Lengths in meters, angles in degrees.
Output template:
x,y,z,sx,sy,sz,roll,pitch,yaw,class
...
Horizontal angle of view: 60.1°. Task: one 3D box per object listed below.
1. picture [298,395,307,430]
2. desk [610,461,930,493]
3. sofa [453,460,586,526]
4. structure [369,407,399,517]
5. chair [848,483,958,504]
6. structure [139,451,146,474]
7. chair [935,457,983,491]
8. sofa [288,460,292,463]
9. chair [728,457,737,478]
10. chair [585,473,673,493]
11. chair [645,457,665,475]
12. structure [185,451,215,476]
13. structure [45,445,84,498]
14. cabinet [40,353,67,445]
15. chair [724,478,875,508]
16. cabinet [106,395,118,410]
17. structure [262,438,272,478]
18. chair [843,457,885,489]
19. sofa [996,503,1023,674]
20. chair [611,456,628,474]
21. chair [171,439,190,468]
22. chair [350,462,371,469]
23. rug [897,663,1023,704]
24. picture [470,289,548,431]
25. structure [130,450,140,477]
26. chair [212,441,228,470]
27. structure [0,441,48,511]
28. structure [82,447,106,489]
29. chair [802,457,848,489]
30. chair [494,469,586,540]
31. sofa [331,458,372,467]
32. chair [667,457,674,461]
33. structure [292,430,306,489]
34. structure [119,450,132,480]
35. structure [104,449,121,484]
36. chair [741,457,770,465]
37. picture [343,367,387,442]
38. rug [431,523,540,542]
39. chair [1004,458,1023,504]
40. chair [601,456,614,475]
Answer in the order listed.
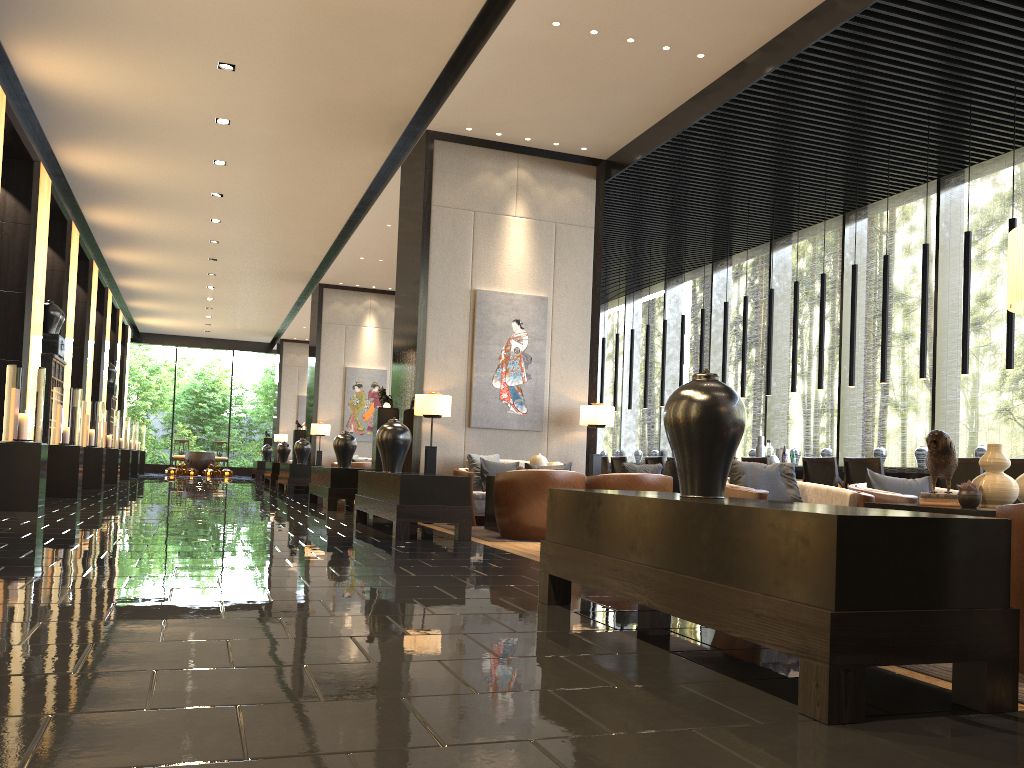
x,y,z,sx,sy,sz,roll,pitch,yaw,class
-6.014,1.114,26.649,0.835,1.498,0.037,3,-2,-19,picture
1.042,1.698,15.078,1.782,0.757,28.796,4,-6,-19,desk
0.061,1.148,9.338,1.450,0.692,0.604,4,-4,-19,sofa
-1.423,0.875,9.856,0.240,1.215,0.240,3,-2,-19,structure
2.117,0.831,4.651,0.804,0.603,0.607,4,-4,-19,chair
-10.664,2.235,25.216,0.402,0.656,0.403,3,-3,-19,structure
3.568,0.986,6.838,0.563,0.825,0.526,3,-3,-19,chair
-5.912,2.510,26.209,1.450,0.692,0.604,4,-4,-19,sofa
2.508,1.228,9.832,0.563,0.825,0.526,3,-3,-19,chair
1.067,1.094,7.872,0.804,0.603,0.607,4,-4,-19,chair
1.978,1.349,11.328,0.563,0.825,0.526,3,-3,-19,chair
-9.458,2.411,26.817,0.875,0.708,0.875,5,-5,-31,structure
-5.764,1.118,11.378,0.402,0.656,0.403,3,-3,-19,structure
-6.793,0.567,12.634,0.548,1.918,1.189,3,-3,-19,cabinet
1.311,0.771,4.366,0.804,0.603,0.607,4,-4,-19,chair
-9.736,1.239,20.946,0.548,1.918,1.189,3,-3,-19,cabinet
-7.411,2.240,26.767,0.240,1.215,0.240,3,-2,-19,structure
3.230,1.063,7.793,0.563,0.825,0.526,3,-3,-19,chair
2.321,0.628,2.903,1.450,0.692,0.604,4,-4,-19,sofa
1.640,1.426,12.283,0.563,0.825,0.526,3,-3,-19,chair
-10.201,2.246,27.283,0.521,1.073,0.537,3,-3,-19,chair
-2.700,1.710,15.951,0.804,0.603,0.607,4,-4,-19,chair
2.080,1.037,3.709,2.043,0.008,2.246,4,-6,-19,rug
-0.023,-0.252,9.730,0.835,1.498,0.037,3,-2,-19,picture
-9.684,2.011,22.449,0.402,0.656,0.403,3,-3,-19,structure
-9.138,2.324,27.658,0.521,1.073,0.537,3,-3,-19,chair
-4.784,0.894,8.610,0.402,0.656,0.403,3,-3,-19,structure
-6.744,1.341,14.146,0.402,0.656,0.403,3,-3,-19,structure
3.038,1.107,8.335,0.563,0.825,0.526,3,-3,-19,chair
0.261,1.035,7.588,0.804,0.603,0.607,4,-4,-19,chair
-2.900,1.823,17.701,1.450,0.692,0.604,4,-4,-19,sofa
2.170,1.305,10.786,0.563,0.825,0.526,3,-3,-19,chair
-4.413,1.557,18.300,0.240,1.215,0.240,3,-2,-19,structure
-8.704,1.788,19.681,0.402,0.656,0.403,3,-3,-19,structure
-7.724,1.565,16.913,0.402,0.656,0.403,3,-3,-19,structure
2.700,1.184,9.290,0.563,0.825,0.526,3,-3,-19,chair
-3.008,0.428,18.158,0.835,1.498,0.037,3,-2,-19,picture
0.364,1.429,8.557,1.960,0.008,2.246,4,-6,-19,rug
3.760,0.942,6.296,0.563,0.825,0.526,3,-3,-19,chair
1.448,1.470,12.825,0.563,0.825,0.526,3,-3,-19,chair
